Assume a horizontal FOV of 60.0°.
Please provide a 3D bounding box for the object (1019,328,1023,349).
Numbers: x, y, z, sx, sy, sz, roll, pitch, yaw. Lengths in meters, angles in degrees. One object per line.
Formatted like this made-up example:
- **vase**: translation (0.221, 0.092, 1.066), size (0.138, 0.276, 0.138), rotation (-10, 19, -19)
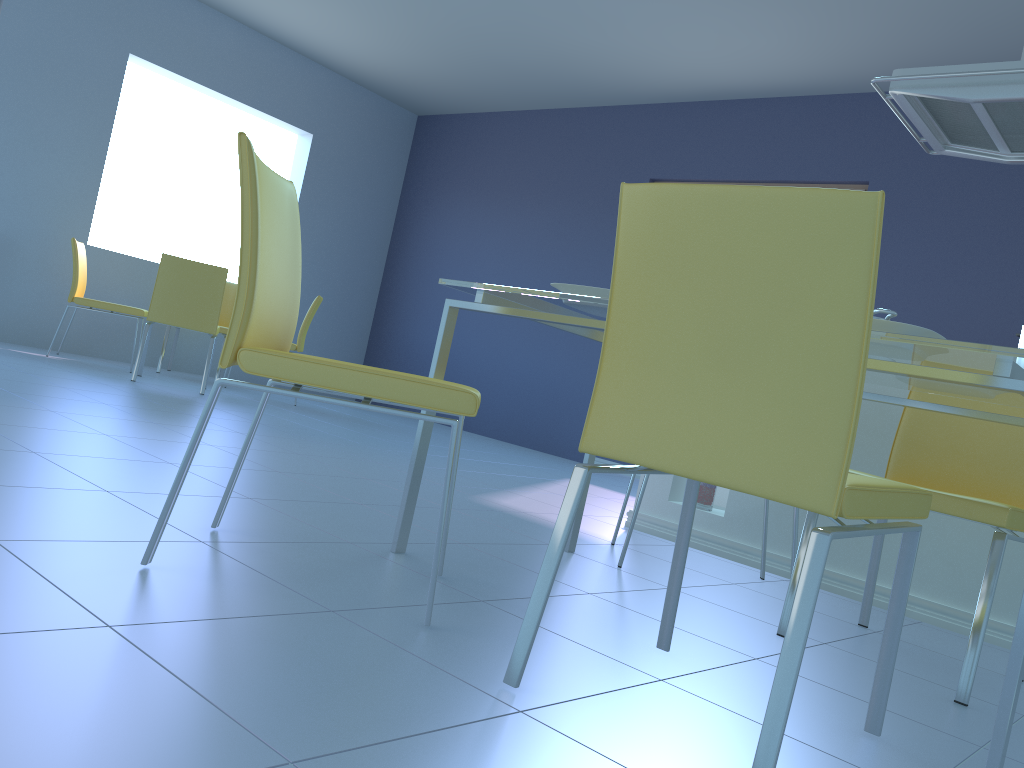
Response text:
- **object**: translation (0.943, -0.098, 1.507), size (0.132, 0.222, 0.146), rotation (12, 0, -7)

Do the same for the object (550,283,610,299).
- **object**: translation (0.199, -0.158, 1.739), size (0.228, 0.020, 0.228), rotation (12, 0, 37)

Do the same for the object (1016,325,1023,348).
- **object**: translation (1.579, -0.106, 2.613), size (0.170, 0.106, 0.157), rotation (12, 0, 23)

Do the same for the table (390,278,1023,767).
- **table**: translation (0.449, 0.211, 1.767), size (1.173, 0.590, 0.730), rotation (12, 0, 40)

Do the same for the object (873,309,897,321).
- **object**: translation (0.651, -0.090, 1.643), size (0.123, 0.081, 0.166), rotation (12, 0, 32)

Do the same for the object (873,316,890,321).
- **object**: translation (0.662, -0.087, 1.661), size (0.090, 0.071, 0.087), rotation (12, 0, 5)

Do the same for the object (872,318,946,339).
- **object**: translation (0.570, -0.078, 1.417), size (0.228, 0.020, 0.228), rotation (12, 0, 37)

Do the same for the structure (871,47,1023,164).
- **structure**: translation (1.776, -1.260, 2.798), size (0.895, 0.962, 0.695), rotation (12, 0, 40)

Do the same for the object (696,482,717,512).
- **object**: translation (0.697, 0.224, 3.054), size (0.067, 0.423, 0.229), rotation (12, 0, -19)

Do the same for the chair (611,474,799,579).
- **chair**: translation (0.598, 0.187, 2.475), size (0.484, 0.695, 0.387), rotation (12, 0, 4)

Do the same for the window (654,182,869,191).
- **window**: translation (1.383, -0.642, 5.553), size (1.475, 1.263, 0.142), rotation (12, 0, 40)

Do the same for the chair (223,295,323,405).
- **chair**: translation (-1.511, -0.261, 5.611), size (0.484, 0.699, 0.387), rotation (12, 0, -14)

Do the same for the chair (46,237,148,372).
- **chair**: translation (-2.448, -0.470, 5.325), size (0.484, 0.695, 0.387), rotation (12, 0, -19)

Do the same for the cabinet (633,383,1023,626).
- **cabinet**: translation (1.871, 0.423, 3.426), size (2.139, 0.800, 2.200), rotation (12, 0, 40)

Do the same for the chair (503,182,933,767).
- **chair**: translation (0.337, 0.125, 1.261), size (0.387, 0.695, 0.484), rotation (12, 0, 38)

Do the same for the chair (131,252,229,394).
- **chair**: translation (-1.834, -0.336, 4.951), size (0.387, 0.695, 0.484), rotation (12, 0, -19)

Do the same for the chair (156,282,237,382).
- **chair**: translation (-2.094, -0.389, 6.001), size (0.387, 0.695, 0.484), rotation (12, 0, -14)

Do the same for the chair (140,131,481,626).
- **chair**: translation (-0.295, -0.013, 1.572), size (0.484, 0.695, 0.387), rotation (12, 0, -2)

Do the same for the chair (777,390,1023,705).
- **chair**: translation (0.938, 0.260, 1.948), size (0.387, 0.695, 0.484), rotation (12, 0, 43)
